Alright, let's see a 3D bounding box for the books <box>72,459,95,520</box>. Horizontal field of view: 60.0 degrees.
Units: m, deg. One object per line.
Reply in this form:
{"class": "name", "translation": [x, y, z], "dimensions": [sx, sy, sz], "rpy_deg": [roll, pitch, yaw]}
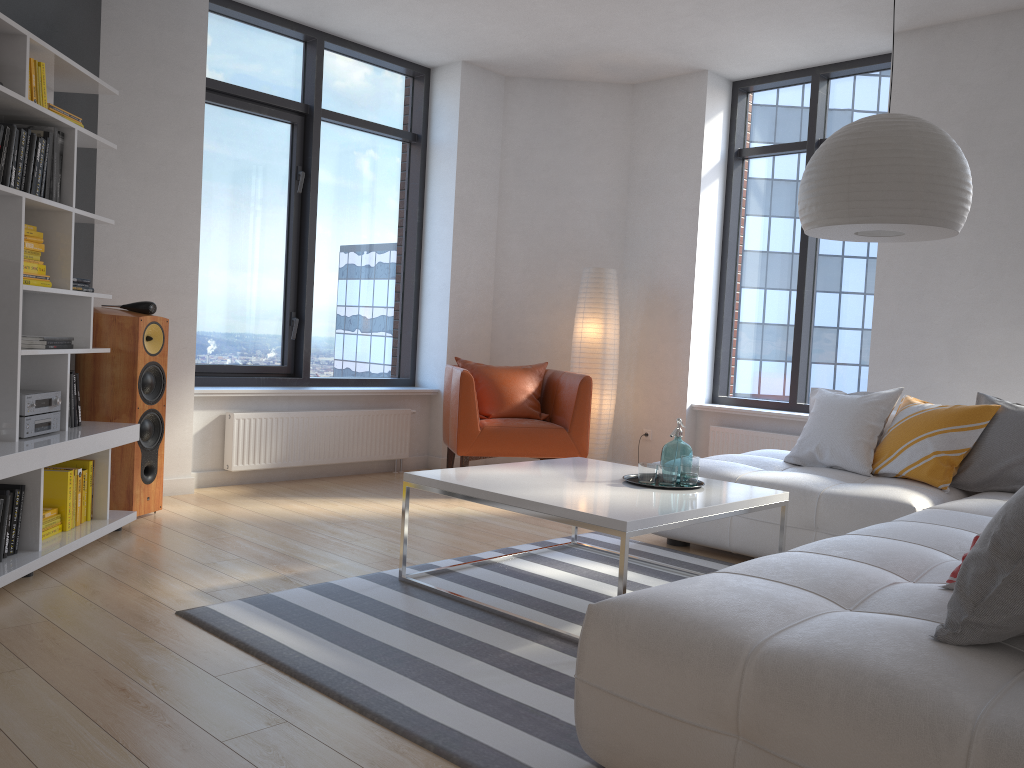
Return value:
{"class": "books", "translation": [-1.999, 0.473, 4.002], "dimensions": [0.213, 0.270, 0.025], "rpy_deg": [3, 3, -1]}

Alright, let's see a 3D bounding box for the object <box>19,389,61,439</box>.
{"class": "object", "translation": [-2.027, 0.117, 3.603], "dimensions": [0.270, 0.174, 0.285], "rpy_deg": [3, 3, -1]}

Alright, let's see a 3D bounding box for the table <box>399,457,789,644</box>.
{"class": "table", "translation": [0.329, 0.608, 3.542], "dimensions": [1.091, 0.435, 1.091], "rpy_deg": [6, 4, 43]}

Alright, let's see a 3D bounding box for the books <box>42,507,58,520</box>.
{"class": "books", "translation": [-1.983, 0.537, 3.650], "dimensions": [0.138, 0.026, 0.186], "rpy_deg": [3, 3, -1]}

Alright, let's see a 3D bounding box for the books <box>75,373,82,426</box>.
{"class": "books", "translation": [-2.027, 0.067, 3.970], "dimensions": [0.177, 0.242, 0.066], "rpy_deg": [3, 3, -2]}

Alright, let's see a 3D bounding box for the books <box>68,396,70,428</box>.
{"class": "books", "translation": [-2.030, 0.074, 3.890], "dimensions": [0.170, 0.236, 0.049], "rpy_deg": [3, 3, -1]}

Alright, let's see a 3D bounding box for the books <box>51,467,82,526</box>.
{"class": "books", "translation": [-1.980, 0.490, 3.867], "dimensions": [0.185, 0.250, 0.035], "rpy_deg": [3, 3, -1]}

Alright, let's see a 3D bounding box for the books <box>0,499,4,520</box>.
{"class": "books", "translation": [-1.958, 0.532, 3.224], "dimensions": [0.169, 0.233, 0.081], "rpy_deg": [3, 3, -2]}

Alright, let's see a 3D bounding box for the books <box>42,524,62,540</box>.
{"class": "books", "translation": [-1.975, 0.610, 3.656], "dimensions": [0.147, 0.033, 0.190], "rpy_deg": [3, 3, -1]}

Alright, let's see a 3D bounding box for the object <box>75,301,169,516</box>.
{"class": "object", "translation": [-2.008, 0.120, 4.473], "dimensions": [0.434, 1.088, 0.290], "rpy_deg": [4, 3, 14]}

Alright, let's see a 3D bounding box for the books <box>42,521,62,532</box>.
{"class": "books", "translation": [-1.978, 0.587, 3.656], "dimensions": [0.148, 0.011, 0.196], "rpy_deg": [3, 3, -1]}

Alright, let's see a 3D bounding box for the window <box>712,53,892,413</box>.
{"class": "window", "translation": [2.100, -1.002, 6.257], "dimensions": [1.310, 2.402, 0.170], "rpy_deg": [6, 4, 43]}

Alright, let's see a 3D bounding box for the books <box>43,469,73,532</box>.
{"class": "books", "translation": [-1.980, 0.492, 3.771], "dimensions": [0.198, 0.255, 0.044], "rpy_deg": [3, 3, -1]}

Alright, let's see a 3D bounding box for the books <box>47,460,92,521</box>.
{"class": "books", "translation": [-1.990, 0.474, 3.975], "dimensions": [0.204, 0.270, 0.029], "rpy_deg": [3, 3, -1]}

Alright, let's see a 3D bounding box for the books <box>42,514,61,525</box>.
{"class": "books", "translation": [-1.972, 0.558, 3.655], "dimensions": [0.134, 0.014, 0.187], "rpy_deg": [3, 3, -1]}

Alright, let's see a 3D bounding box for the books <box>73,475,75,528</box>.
{"class": "books", "translation": [-1.963, 0.505, 3.821], "dimensions": [0.156, 0.229, 0.024], "rpy_deg": [3, 3, -2]}

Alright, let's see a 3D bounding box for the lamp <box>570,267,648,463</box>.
{"class": "lamp", "translation": [0.819, -0.052, 6.445], "dimensions": [0.804, 1.550, 0.502], "rpy_deg": [3, 3, 4]}

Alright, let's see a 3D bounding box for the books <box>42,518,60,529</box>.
{"class": "books", "translation": [-1.957, 0.574, 3.650], "dimensions": [0.113, 0.018, 0.169], "rpy_deg": [3, 3, 0]}

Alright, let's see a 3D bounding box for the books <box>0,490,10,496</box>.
{"class": "books", "translation": [-1.972, 0.518, 3.281], "dimensions": [0.192, 0.254, 0.075], "rpy_deg": [3, 3, -2]}

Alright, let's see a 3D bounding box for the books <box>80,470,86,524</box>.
{"class": "books", "translation": [-1.980, 0.495, 3.921], "dimensions": [0.172, 0.234, 0.024], "rpy_deg": [3, 3, -1]}

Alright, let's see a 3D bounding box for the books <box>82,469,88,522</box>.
{"class": "books", "translation": [-1.984, 0.494, 3.948], "dimensions": [0.172, 0.234, 0.024], "rpy_deg": [3, 3, -1]}

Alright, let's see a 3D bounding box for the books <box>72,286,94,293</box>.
{"class": "books", "translation": [-1.989, -0.425, 3.940], "dimensions": [0.161, 0.023, 0.213], "rpy_deg": [3, 3, 2]}

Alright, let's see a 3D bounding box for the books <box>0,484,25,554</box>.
{"class": "books", "translation": [-1.973, 0.510, 3.379], "dimensions": [0.197, 0.260, 0.066], "rpy_deg": [3, 3, -1]}

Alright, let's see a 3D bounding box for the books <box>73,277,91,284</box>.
{"class": "books", "translation": [-2.005, -0.465, 3.940], "dimensions": [0.161, 0.023, 0.213], "rpy_deg": [3, 3, 2]}

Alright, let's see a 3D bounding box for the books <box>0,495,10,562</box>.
{"class": "books", "translation": [-1.946, 0.528, 3.259], "dimensions": [0.172, 0.242, 0.069], "rpy_deg": [3, 3, -1]}

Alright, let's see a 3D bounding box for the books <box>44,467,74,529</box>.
{"class": "books", "translation": [-1.983, 0.488, 3.801], "dimensions": [0.199, 0.263, 0.015], "rpy_deg": [3, 3, -1]}

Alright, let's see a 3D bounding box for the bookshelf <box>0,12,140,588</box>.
{"class": "bookshelf", "translation": [-1.934, -0.274, 2.688], "dimensions": [0.455, 2.052, 3.000], "rpy_deg": [3, 3, -1]}

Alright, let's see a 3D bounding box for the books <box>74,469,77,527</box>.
{"class": "books", "translation": [-1.981, 0.491, 3.840], "dimensions": [0.180, 0.251, 0.019], "rpy_deg": [3, 3, -1]}

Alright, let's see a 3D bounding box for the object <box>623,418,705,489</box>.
{"class": "object", "translation": [0.620, 0.271, 3.588], "dimensions": [0.330, 0.265, 0.330], "rpy_deg": [2, 3, -22]}

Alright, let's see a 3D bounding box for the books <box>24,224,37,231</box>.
{"class": "books", "translation": [-2.054, -0.639, 3.563], "dimensions": [0.163, 0.023, 0.223], "rpy_deg": [3, 3, 3]}

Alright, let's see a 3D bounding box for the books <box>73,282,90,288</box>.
{"class": "books", "translation": [-1.991, -0.444, 3.938], "dimensions": [0.142, 0.015, 0.198], "rpy_deg": [3, 3, -3]}

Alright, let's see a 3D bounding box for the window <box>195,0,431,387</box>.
{"class": "window", "translation": [-1.410, -1.185, 6.080], "dimensions": [0.170, 2.402, 1.960], "rpy_deg": [6, 4, 43]}

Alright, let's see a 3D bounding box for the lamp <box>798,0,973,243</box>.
{"class": "lamp", "translation": [2.634, -0.367, 3.616], "dimensions": [3.199, 2.647, 0.710], "rpy_deg": [3, 3, -10]}

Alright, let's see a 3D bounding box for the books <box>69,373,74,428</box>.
{"class": "books", "translation": [-2.022, 0.070, 3.912], "dimensions": [0.169, 0.242, 0.050], "rpy_deg": [3, 3, -2]}

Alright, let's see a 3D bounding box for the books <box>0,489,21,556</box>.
{"class": "books", "translation": [-1.972, 0.517, 3.345], "dimensions": [0.191, 0.249, 0.084], "rpy_deg": [3, 3, -1]}

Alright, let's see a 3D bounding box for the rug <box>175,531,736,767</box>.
{"class": "rug", "translation": [0.243, 0.837, 3.299], "dimensions": [1.662, 0.016, 2.326], "rpy_deg": [6, 4, 43]}

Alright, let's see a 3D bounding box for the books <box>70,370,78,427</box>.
{"class": "books", "translation": [-2.034, 0.062, 3.940], "dimensions": [0.193, 0.255, 0.066], "rpy_deg": [3, 3, -2]}

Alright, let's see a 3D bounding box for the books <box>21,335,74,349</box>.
{"class": "books", "translation": [-2.043, -0.180, 3.759], "dimensions": [0.250, 0.047, 0.310], "rpy_deg": [3, 3, -6]}

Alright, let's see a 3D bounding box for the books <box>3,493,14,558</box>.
{"class": "books", "translation": [-1.967, 0.524, 3.308], "dimensions": [0.179, 0.243, 0.068], "rpy_deg": [3, 3, -3]}
